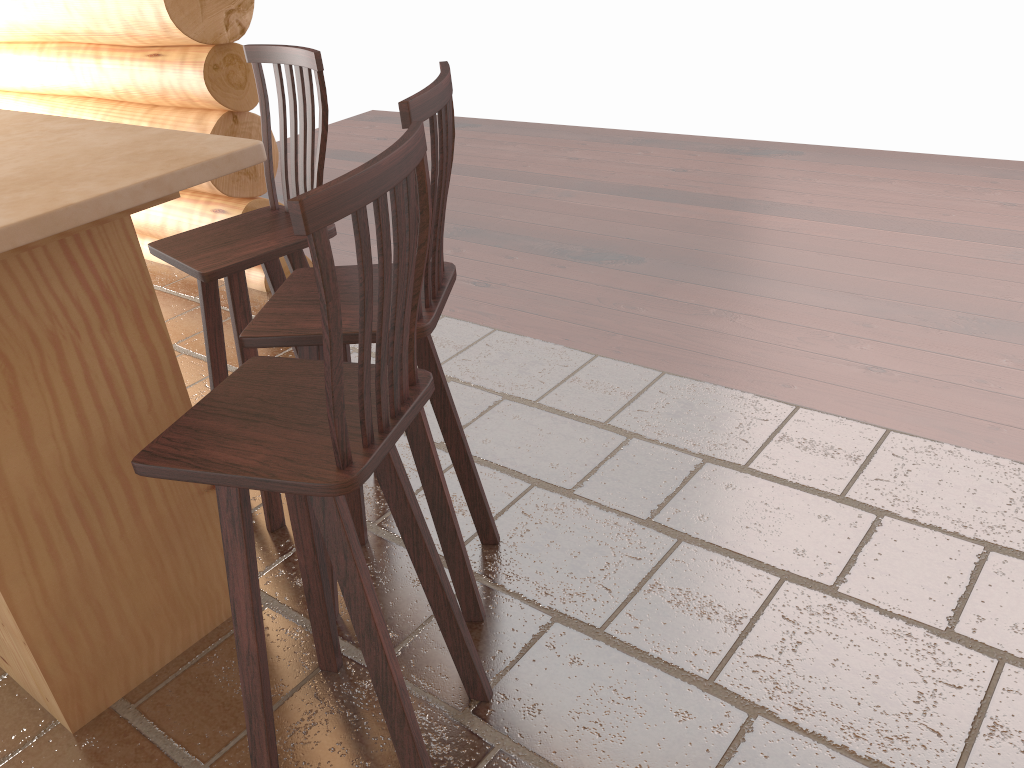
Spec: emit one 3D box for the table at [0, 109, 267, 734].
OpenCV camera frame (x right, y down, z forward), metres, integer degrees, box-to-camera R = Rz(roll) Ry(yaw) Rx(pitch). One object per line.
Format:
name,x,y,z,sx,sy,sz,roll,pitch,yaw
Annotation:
table,-2.043,-0.045,2.583,3.220,1.257,1.196,17,37,35

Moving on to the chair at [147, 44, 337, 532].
chair,-0.728,-0.267,2.641,0.504,1.319,0.406,-28,36,-33

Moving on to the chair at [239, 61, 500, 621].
chair,-0.317,-0.036,2.143,0.504,1.319,0.406,-2,30,9

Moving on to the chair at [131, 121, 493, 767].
chair,-0.350,0.222,1.691,0.504,1.319,0.406,4,31,19
